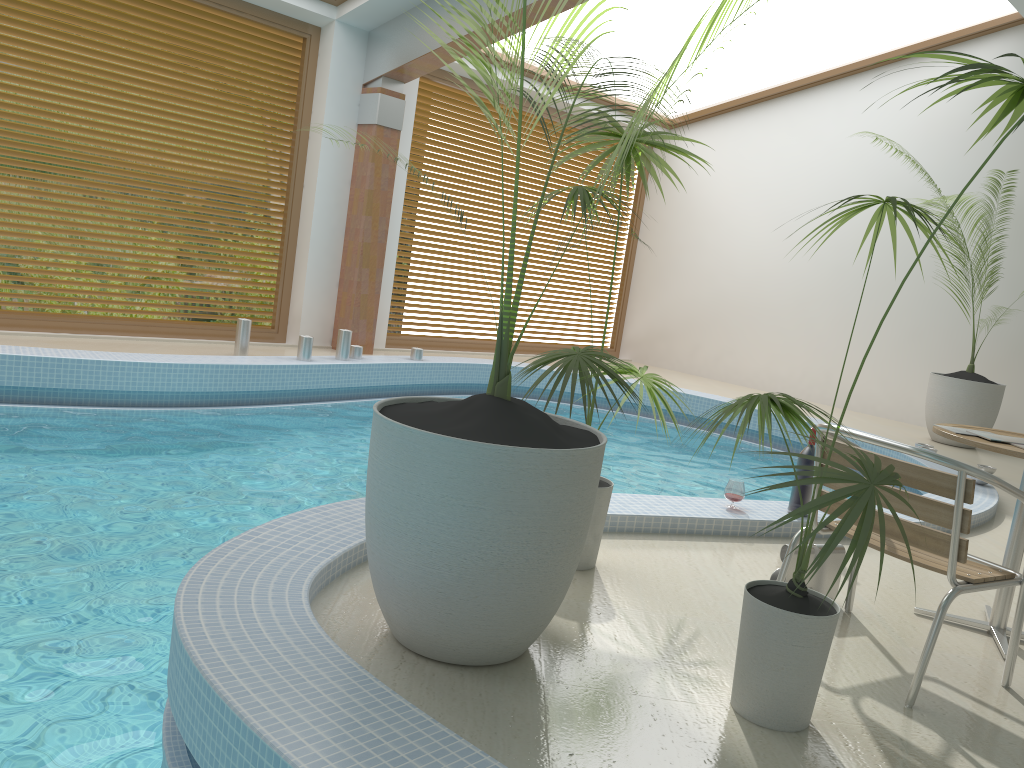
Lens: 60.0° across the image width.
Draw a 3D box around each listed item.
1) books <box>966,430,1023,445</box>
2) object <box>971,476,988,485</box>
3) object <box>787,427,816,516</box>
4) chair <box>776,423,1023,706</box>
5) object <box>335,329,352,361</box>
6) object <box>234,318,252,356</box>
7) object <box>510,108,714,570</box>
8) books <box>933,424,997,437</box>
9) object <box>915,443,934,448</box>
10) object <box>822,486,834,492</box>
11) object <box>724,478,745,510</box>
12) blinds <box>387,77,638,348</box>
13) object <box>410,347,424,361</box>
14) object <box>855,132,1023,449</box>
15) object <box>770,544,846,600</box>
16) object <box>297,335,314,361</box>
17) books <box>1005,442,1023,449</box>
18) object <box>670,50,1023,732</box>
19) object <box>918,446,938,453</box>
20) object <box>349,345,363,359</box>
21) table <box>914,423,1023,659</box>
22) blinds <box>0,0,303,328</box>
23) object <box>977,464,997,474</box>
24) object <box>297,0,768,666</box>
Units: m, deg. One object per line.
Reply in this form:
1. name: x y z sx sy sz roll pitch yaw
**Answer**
1. books: 1.784 0.199 3.186 0.241 0.004 0.166 8 8 -5
2. object: 3.184 0.649 6.020 0.140 0.069 0.140 10 8 13
3. object: 1.447 0.427 4.359 0.109 0.435 0.109 7 8 -11
4. chair: 1.276 0.528 2.882 0.563 0.727 0.618 3 9 -34
5. object: -1.429 -0.332 7.532 0.115 0.254 0.115 8 8 -6
6. object: -2.229 -0.377 7.340 0.115 0.320 0.115 9 8 3
7. object: 0.306 -0.168 3.376 0.791 1.695 1.059 13 9 31
8. books: 1.701 0.180 3.267 0.241 0.004 0.166 8 8 -5
9. object: 3.297 0.520 7.103 0.140 0.069 0.140 10 8 13
10. object: 1.630 0.570 4.638 0.102 0.137 0.102 3 10 -37
11. object: 1.081 0.534 4.309 0.102 0.137 0.102 3 10 -37
12. blinds: 0.035 -1.880 11.002 0.095 2.921 4.414 16 10 43
13. object: -0.889 -0.279 8.291 0.115 0.107 0.115 9 8 3
14. object: 4.542 -0.842 8.207 2.979 2.960 2.729 10 8 8
15. object: 1.108 0.706 3.334 0.272 0.223 0.081 5 8 -26
16. object: -1.674 -0.290 7.175 0.115 0.194 0.115 8 8 -6
17. books: 1.857 0.224 3.114 0.241 0.004 0.166 8 8 -5
18. object: 0.898 0.071 2.247 0.791 1.695 1.059 7 8 -10
19. object: 3.242 0.535 6.929 0.140 0.069 0.140 10 8 13
20. object: -1.368 -0.280 7.769 0.115 0.107 0.115 9 8 3
21. table: 1.846 0.574 3.243 0.700 0.720 0.700 5 8 -27
22. blinds: -3.591 -1.916 7.290 0.095 2.921 4.200 16 10 43
23. object: 3.721 0.682 6.964 0.140 0.069 0.140 10 8 13
24. object: 0.175 -0.725 2.542 2.729 2.960 2.979 4 9 -29
